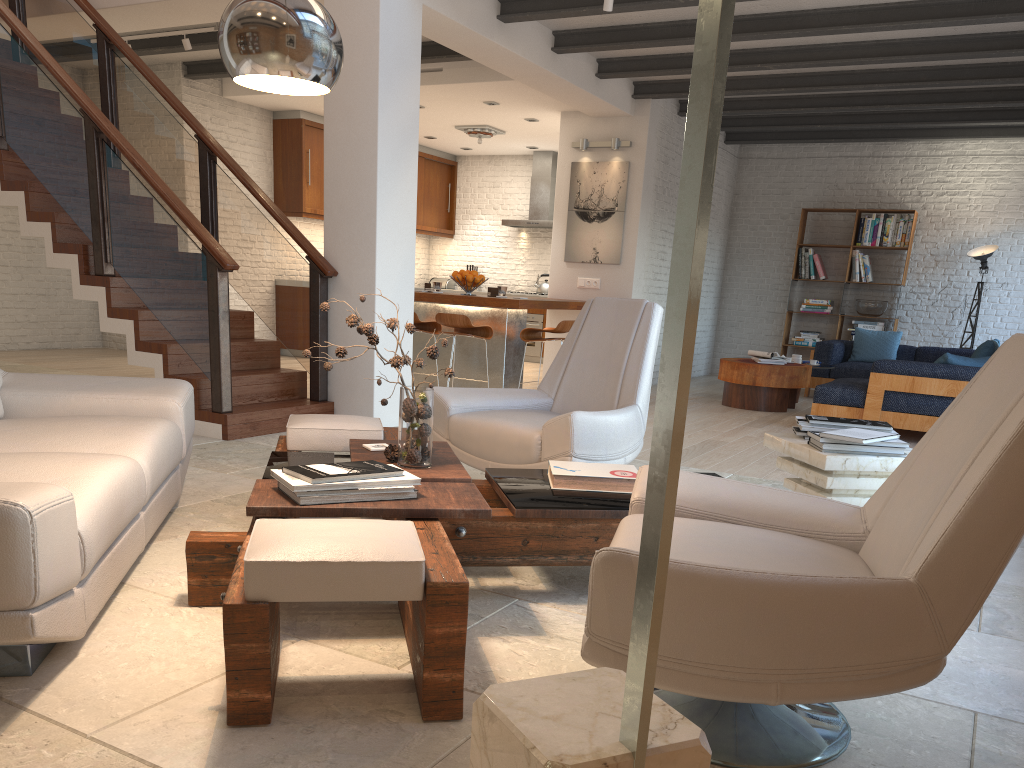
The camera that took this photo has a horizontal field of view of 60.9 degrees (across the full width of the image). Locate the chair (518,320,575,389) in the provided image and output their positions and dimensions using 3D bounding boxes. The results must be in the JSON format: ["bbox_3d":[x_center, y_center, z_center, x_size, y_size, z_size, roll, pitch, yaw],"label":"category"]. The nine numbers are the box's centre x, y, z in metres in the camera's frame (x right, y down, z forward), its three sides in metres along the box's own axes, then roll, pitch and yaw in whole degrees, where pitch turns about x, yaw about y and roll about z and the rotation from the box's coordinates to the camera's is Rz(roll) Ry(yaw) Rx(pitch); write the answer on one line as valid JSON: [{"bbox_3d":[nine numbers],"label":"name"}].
[{"bbox_3d":[0.335,-0.188,7.799,0.417,0.806,0.393,11,16,27],"label":"chair"}]

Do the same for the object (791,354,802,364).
[{"bbox_3d":[2.968,-0.250,9.103,0.105,0.112,0.106,15,16,43],"label":"object"}]

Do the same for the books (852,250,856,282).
[{"bbox_3d":[4.328,-1.481,10.981,0.100,0.399,0.237,12,16,28],"label":"books"}]

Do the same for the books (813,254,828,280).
[{"bbox_3d":[3.958,-1.496,11.185,0.192,0.331,0.248,11,14,28],"label":"books"}]

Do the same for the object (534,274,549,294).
[{"bbox_3d":[0.477,-1.399,12.187,0.260,0.286,0.255,-6,15,-39],"label":"object"}]

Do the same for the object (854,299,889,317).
[{"bbox_3d":[4.527,-0.952,11.005,0.400,0.209,0.389,1,9,-20],"label":"object"}]

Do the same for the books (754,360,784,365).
[{"bbox_3d":[2.552,-0.217,8.661,0.252,0.011,0.308,5,6,8],"label":"books"}]

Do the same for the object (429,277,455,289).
[{"bbox_3d":[-1.076,-1.536,13.306,0.340,0.166,0.244,8,10,28],"label":"object"}]

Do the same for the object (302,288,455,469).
[{"bbox_3d":[-0.462,-0.021,3.038,0.542,0.631,0.303,3,14,-1],"label":"object"}]

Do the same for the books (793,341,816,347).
[{"bbox_3d":[3.898,-0.527,11.429,0.320,0.058,0.250,9,9,38],"label":"books"}]

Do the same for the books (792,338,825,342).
[{"bbox_3d":[3.887,-0.576,11.432,0.375,0.038,0.238,7,7,28],"label":"books"}]

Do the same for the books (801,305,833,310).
[{"bbox_3d":[3.953,-0.992,11.272,0.376,0.038,0.238,6,7,21],"label":"books"}]

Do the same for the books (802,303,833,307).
[{"bbox_3d":[3.962,-1.022,11.282,0.351,0.021,0.265,7,7,26],"label":"books"}]

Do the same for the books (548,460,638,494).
[{"bbox_3d":[0.301,0.339,3.195,0.327,0.058,0.246,4,7,-2],"label":"books"}]

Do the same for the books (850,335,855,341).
[{"bbox_3d":[4.510,-0.576,11.076,0.378,0.067,0.237,5,7,15],"label":"books"}]

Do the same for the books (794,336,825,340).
[{"bbox_3d":[3.897,-0.601,11.409,0.376,0.019,0.237,6,7,20],"label":"books"}]

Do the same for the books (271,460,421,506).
[{"bbox_3d":[-0.500,0.296,2.646,0.399,0.077,0.242,0,8,-29],"label":"books"}]

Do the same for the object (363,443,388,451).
[{"bbox_3d":[-0.445,0.234,3.413,0.271,0.036,0.240,4,7,0],"label":"object"}]

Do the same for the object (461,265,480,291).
[{"bbox_3d":[-0.615,-1.593,13.091,0.317,0.390,0.064,10,17,26],"label":"object"}]

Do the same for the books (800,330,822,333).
[{"bbox_3d":[3.909,-0.680,11.395,0.249,0.018,0.158,7,7,28],"label":"books"}]

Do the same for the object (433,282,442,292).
[{"bbox_3d":[-0.690,-0.897,8.052,0.090,0.088,0.088,9,12,25],"label":"object"}]

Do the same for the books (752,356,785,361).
[{"bbox_3d":[2.540,-0.249,8.647,0.252,0.011,0.307,4,6,3],"label":"books"}]

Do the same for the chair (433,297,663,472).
[{"bbox_3d":[0.246,0.085,4.277,0.958,1.056,1.001,-8,16,-44],"label":"chair"}]

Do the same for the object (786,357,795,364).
[{"bbox_3d":[2.803,-0.242,8.856,0.145,0.058,0.170,6,8,17],"label":"object"}]

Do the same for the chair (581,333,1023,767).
[{"bbox_3d":[0.722,0.362,2.093,0.979,1.038,0.991,6,12,12],"label":"chair"}]

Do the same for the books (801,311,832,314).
[{"bbox_3d":[3.953,-0.927,11.302,0.351,0.021,0.266,7,7,28],"label":"books"}]

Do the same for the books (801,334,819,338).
[{"bbox_3d":[3.909,-0.629,11.422,0.203,0.035,0.129,7,8,28],"label":"books"}]

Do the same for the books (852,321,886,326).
[{"bbox_3d":[4.523,-0.771,11.036,0.375,0.038,0.238,7,7,28],"label":"books"}]

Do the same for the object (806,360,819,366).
[{"bbox_3d":[3.172,-0.221,9.209,0.153,0.059,0.263,7,7,21],"label":"object"}]

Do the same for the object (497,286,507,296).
[{"bbox_3d":[-0.087,-0.825,7.755,0.089,0.088,0.090,14,15,42],"label":"object"}]

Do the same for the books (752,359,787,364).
[{"bbox_3d":[2.558,-0.229,8.672,0.252,0.011,0.307,3,6,-2],"label":"books"}]

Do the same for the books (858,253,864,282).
[{"bbox_3d":[4.400,-1.453,10.934,0.123,0.362,0.265,12,15,28],"label":"books"}]

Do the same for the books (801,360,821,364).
[{"bbox_3d":[3.260,-0.243,9.605,0.231,0.024,0.157,2,7,-14],"label":"books"}]

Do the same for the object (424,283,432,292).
[{"bbox_3d":[-0.748,-0.902,8.187,0.113,0.085,0.091,9,12,28],"label":"object"}]

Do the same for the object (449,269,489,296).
[{"bbox_3d":[-0.394,-0.930,7.987,0.366,0.231,0.349,3,9,-6],"label":"object"}]

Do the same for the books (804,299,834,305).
[{"bbox_3d":[3.971,-1.059,11.265,0.322,0.058,0.249,8,8,30],"label":"books"}]

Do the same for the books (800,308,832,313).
[{"bbox_3d":[3.944,-0.957,11.293,0.376,0.038,0.238,6,7,23],"label":"books"}]

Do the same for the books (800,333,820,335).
[{"bbox_3d":[3.909,-0.656,11.423,0.234,0.019,0.166,6,7,21],"label":"books"}]

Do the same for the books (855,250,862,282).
[{"bbox_3d":[4.349,-1.474,10.945,0.102,0.399,0.237,12,16,28],"label":"books"}]

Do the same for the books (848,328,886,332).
[{"bbox_3d":[4.508,-0.676,11.053,0.439,0.021,0.266,7,7,28],"label":"books"}]

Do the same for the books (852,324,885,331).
[{"bbox_3d":[4.526,-0.719,11.053,0.376,0.067,0.238,6,8,22],"label":"books"}]

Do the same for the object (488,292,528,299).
[{"bbox_3d":[-0.069,-0.790,7.792,0.389,0.036,0.194,8,8,31],"label":"object"}]

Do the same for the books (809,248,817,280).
[{"bbox_3d":[3.868,-1.535,11.198,0.119,0.396,0.237,12,16,28],"label":"books"}]

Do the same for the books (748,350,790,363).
[{"bbox_3d":[2.569,-0.269,8.716,0.272,0.113,0.312,-1,9,-29],"label":"books"}]

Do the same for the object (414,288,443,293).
[{"bbox_3d":[-0.741,-0.871,8.128,0.283,0.036,0.200,7,8,28],"label":"object"}]

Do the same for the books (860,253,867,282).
[{"bbox_3d":[4.423,-1.451,10.932,0.123,0.362,0.265,12,15,28],"label":"books"}]

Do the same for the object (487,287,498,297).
[{"bbox_3d":[-0.160,-0.830,7.878,0.094,0.085,0.110,0,10,-16],"label":"object"}]

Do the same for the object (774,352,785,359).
[{"bbox_3d":[3.022,-0.303,9.678,0.193,0.095,0.181,-2,10,-36],"label":"object"}]

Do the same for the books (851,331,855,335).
[{"bbox_3d":[4.485,-0.639,11.061,0.323,0.058,0.248,7,7,23],"label":"books"}]

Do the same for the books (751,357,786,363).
[{"bbox_3d":[2.544,-0.239,8.657,0.252,0.011,0.307,3,6,-2],"label":"books"}]

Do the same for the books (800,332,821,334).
[{"bbox_3d":[3.912,-0.669,11.411,0.239,0.009,0.152,7,7,28],"label":"books"}]

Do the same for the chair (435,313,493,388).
[{"bbox_3d":[-0.455,-0.218,7.616,0.399,0.805,0.410,11,16,27],"label":"chair"}]

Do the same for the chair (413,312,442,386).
[{"bbox_3d":[-0.925,-0.275,7.857,0.399,0.805,0.410,11,16,27],"label":"chair"}]
